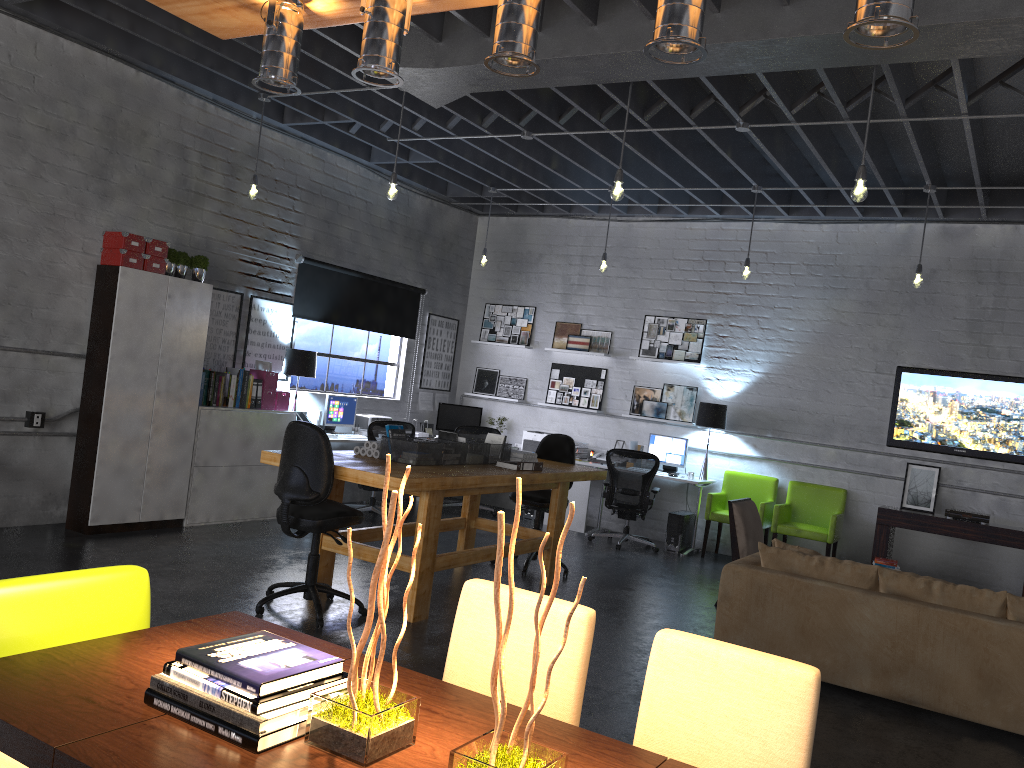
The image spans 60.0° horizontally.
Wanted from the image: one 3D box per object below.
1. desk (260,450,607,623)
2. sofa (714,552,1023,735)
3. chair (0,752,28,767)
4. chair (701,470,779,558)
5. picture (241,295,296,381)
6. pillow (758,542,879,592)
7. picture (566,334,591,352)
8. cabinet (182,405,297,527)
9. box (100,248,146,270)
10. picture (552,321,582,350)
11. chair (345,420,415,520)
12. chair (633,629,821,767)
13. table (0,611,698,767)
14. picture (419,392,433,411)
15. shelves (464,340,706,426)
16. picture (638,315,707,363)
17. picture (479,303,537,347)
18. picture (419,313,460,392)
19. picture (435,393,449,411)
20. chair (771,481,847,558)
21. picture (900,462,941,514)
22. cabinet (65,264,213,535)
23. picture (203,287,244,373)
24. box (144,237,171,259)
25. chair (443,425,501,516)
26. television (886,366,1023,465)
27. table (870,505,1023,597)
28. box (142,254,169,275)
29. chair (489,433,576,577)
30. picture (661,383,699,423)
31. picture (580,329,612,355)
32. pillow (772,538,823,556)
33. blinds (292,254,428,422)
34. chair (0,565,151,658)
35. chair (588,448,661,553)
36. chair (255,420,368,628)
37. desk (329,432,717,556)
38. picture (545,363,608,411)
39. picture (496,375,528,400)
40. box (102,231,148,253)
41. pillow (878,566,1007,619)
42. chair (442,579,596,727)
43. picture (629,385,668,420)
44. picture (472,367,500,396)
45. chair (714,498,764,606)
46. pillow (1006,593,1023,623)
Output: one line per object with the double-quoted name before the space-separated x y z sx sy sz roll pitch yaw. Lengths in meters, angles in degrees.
"desk" -0.445 1.030 6.513 1.114 0.926 2.834 7 0 30
"sofa" 2.500 1.554 5.272 2.328 0.629 1.105 7 0 30
"chair" -0.638 0.973 1.406 0.490 0.959 0.616 8 1 30
"chair" 2.405 1.407 9.350 0.611 0.920 0.516 8 1 30
"picture" -2.363 -0.435 8.650 0.020 0.780 0.607 8 1 30
"pillow" 1.855 1.215 5.387 0.704 0.402 0.291 7 0 30
"picture" 0.799 -0.487 10.658 0.310 0.196 0.029 7 1 30
"cabinet" -2.600 0.710 8.076 0.465 1.021 1.152 8 0 30
"box" -3.000 -0.960 6.830 0.270 0.131 0.206 7 0 30
"picture" 0.664 -0.578 10.764 0.355 0.343 0.042 7 1 30
"chair" -1.412 0.860 9.127 0.752 1.031 0.732 8 1 34
"chair" 0.352 1.101 1.946 0.490 0.959 0.616 8 1 30
"table" -0.290 1.109 1.740 1.798 0.780 0.854 7 0 30
"picture" -1.061 0.215 10.979 0.036 0.221 0.289 8 0 30
"shelves" 0.782 -0.041 10.571 3.021 0.694 0.199 7 1 30
"picture" 1.819 -0.513 10.076 0.748 0.503 0.058 7 1 30
"picture" -0.061 -0.750 11.188 0.748 0.503 0.058 7 1 30
"picture" -0.905 -0.383 11.119 0.020 0.935 0.659 8 1 30
"picture" -0.886 0.238 11.279 0.036 0.221 0.289 8 0 30
"chair" 2.999 1.482 8.999 0.611 0.920 0.516 8 1 30
"picture" 4.002 1.017 8.683 0.308 0.457 0.092 8 1 30
"cabinet" -2.972 0.142 7.125 0.291 2.047 0.874 8 1 30
"picture" -2.716 -0.482 8.045 0.020 0.780 0.607 8 1 30
"box" -2.880 -1.076 7.008 0.268 0.133 0.206 7 0 30
"chair" -0.530 0.977 10.296 0.732 1.031 0.752 7 1 -36
"television" 4.361 0.293 8.535 1.323 0.816 0.021 7 1 30
"table" 4.180 1.682 8.366 1.409 0.820 0.404 7 1 30
"box" -2.896 -0.946 7.010 0.270 0.131 0.206 7 0 30
"chair" 0.257 1.002 7.569 0.658 1.165 0.687 8 1 29
"picture" 1.875 0.216 10.006 0.409 0.408 0.048 7 1 30
"picture" 0.987 -0.504 10.567 0.409 0.277 0.036 7 1 30
"pillow" 1.843 1.213 5.640 0.319 0.403 0.522 7 0 -40
"blinds" -1.681 -0.412 9.727 0.100 1.632 2.121 8 0 30
"chair" -0.978 0.969 2.175 0.608 0.909 0.637 8 1 30
"chair" 1.229 1.200 9.434 0.732 1.031 0.752 7 0 -1
"chair" -1.195 0.810 5.452 0.658 1.165 0.687 8 1 29
"desk" -0.148 1.147 9.244 3.571 0.785 3.301 7 0 30
"picture" 0.767 0.028 10.657 0.748 0.503 0.058 7 1 30
"picture" -0.007 0.044 11.114 0.409 0.277 0.036 7 1 30
"box" -2.984 -1.089 6.828 0.270 0.131 0.206 7 0 30
"pillow" 2.432 1.288 5.046 0.666 0.402 0.291 7 0 30
"chair" -0.151 1.038 2.243 0.490 0.959 0.616 8 1 30
"picture" 1.579 0.210 10.169 0.451 0.345 0.054 7 1 30
"picture" -0.331 -0.030 11.311 0.355 0.343 0.042 7 1 30
"chair" 2.114 1.402 7.109 0.724 0.842 0.575 8 1 30
"pillow" 2.986 1.358 4.709 0.662 0.386 0.308 7 0 32
